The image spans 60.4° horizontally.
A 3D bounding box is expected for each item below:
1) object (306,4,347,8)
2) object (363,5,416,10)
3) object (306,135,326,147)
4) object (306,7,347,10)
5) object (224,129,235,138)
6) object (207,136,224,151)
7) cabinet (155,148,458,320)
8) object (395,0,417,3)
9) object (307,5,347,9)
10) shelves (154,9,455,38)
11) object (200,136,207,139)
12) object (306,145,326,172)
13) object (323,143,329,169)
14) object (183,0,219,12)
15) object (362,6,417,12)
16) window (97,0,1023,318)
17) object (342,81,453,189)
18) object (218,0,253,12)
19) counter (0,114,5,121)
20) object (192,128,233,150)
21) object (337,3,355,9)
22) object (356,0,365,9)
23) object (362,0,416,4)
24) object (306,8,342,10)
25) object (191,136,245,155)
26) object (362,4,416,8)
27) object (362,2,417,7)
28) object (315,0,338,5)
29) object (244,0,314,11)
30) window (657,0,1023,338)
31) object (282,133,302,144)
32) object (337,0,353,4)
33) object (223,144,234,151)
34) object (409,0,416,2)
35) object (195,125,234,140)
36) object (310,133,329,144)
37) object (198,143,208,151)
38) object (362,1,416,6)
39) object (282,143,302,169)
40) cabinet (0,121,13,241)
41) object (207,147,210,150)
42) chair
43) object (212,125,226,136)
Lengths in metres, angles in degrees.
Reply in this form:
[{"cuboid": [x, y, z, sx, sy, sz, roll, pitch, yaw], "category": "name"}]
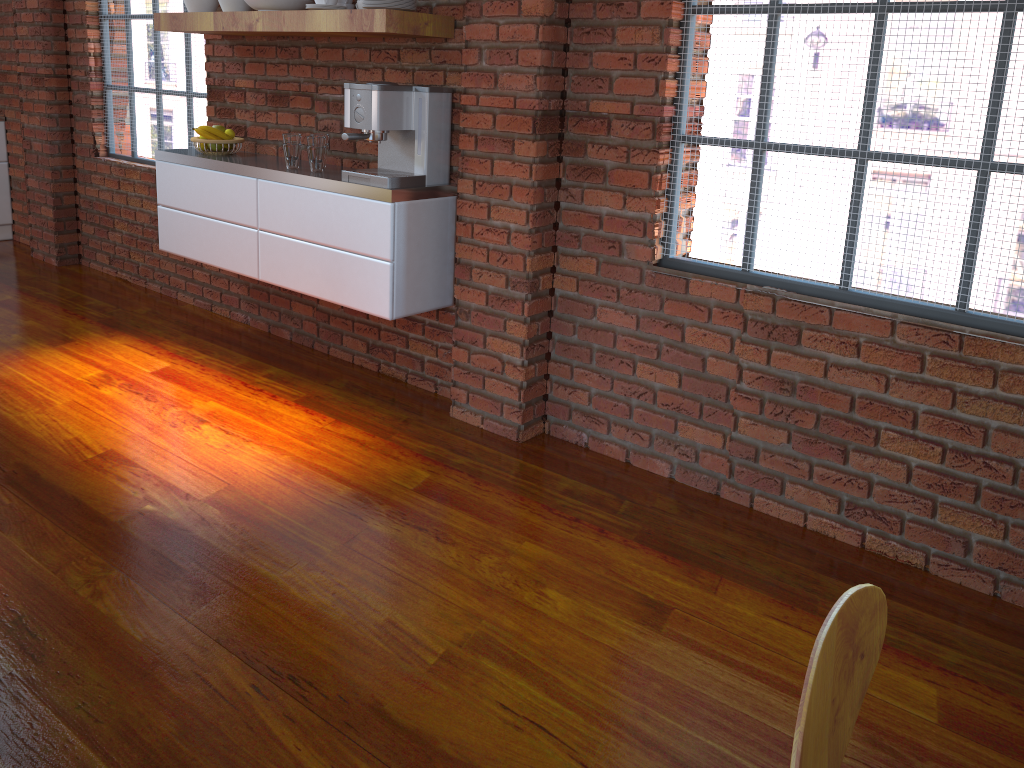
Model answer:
[{"cuboid": [-0.703, -1.427, 3.335, 0.154, 0.012, 0.159, 3, 19, 0], "category": "object"}, {"cuboid": [-0.442, -1.349, 3.169, 0.196, 0.013, 0.199, -10, 23, -32], "category": "object"}, {"cuboid": [-0.779, -0.933, 3.500, 0.078, 0.101, 0.079, -9, 19, -37], "category": "object"}, {"cuboid": [-0.703, -1.418, 3.337, 0.154, 0.012, 0.159, 3, 19, 0], "category": "object"}, {"cuboid": [-1.299, -1.150, 4.048, 0.047, 0.045, 0.056, 0, 17, -9], "category": "object"}, {"cuboid": [-1.351, -1.097, 4.018, 0.077, 0.064, 0.078, -2, 17, -16], "category": "object"}, {"cuboid": [-0.945, -0.699, 3.768, 1.648, 0.462, 0.342, 18, 21, 38], "category": "cabinet"}, {"cuboid": [-0.441, -1.371, 3.164, 0.196, 0.013, 0.199, -10, 23, -32], "category": "object"}, {"cuboid": [-0.703, -1.422, 3.336, 0.154, 0.012, 0.159, 3, 19, 0], "category": "object"}, {"cuboid": [-0.908, -1.468, 3.591, 1.560, 0.074, 0.343, 18, 24, 37], "category": "shelves"}, {"cuboid": [-1.403, -1.135, 4.023, 0.045, 0.051, 0.053, 11, 18, 26], "category": "object"}, {"cuboid": [-0.780, -0.897, 3.509, 0.078, 0.101, 0.079, -9, 19, -37], "category": "object"}, {"cuboid": [-0.798, -0.945, 3.645, 0.078, 0.101, 0.080, -3, 16, -20], "category": "object"}, {"cuboid": [-1.388, -1.774, 3.929, 0.192, 0.242, 0.198, 0, 16, -11], "category": "object"}, {"cuboid": [-0.442, -1.344, 3.170, 0.196, 0.013, 0.199, -10, 23, -32], "category": "object"}, {"cuboid": [2.065, -1.475, 4.435, 17.600, 9.641, 3.700, 13, 17, 28], "category": "window"}, {"cuboid": [-0.447, -0.931, 3.261, 0.275, 0.359, 0.385, 15, 20, 37], "category": "object"}, {"cuboid": [-1.178, -1.705, 3.759, 0.193, 0.242, 0.198, 6, 16, 11], "category": "object"}, {"cuboid": [-4.350, -1.665, 5.443, 0.725, 0.043, 2.017, 17, 24, 36], "category": "counter"}, {"cuboid": [-1.354, -1.106, 3.976, 0.176, 0.092, 0.066, -2, 16, -13], "category": "object"}, {"cuboid": [-0.676, -1.491, 3.510, 0.092, 0.045, 0.101, 9, 19, 18], "category": "object"}, {"cuboid": [-0.538, -1.417, 3.316, 0.092, 0.045, 0.102, -2, 19, -15], "category": "object"}, {"cuboid": [-0.441, -1.366, 3.165, 0.196, 0.013, 0.199, -10, 23, -32], "category": "object"}, {"cuboid": [-0.703, -1.414, 3.338, 0.154, 0.012, 0.159, 3, 19, 0], "category": "object"}, {"cuboid": [-1.352, -1.095, 4.047, 0.235, 0.069, 0.243, 2, 19, -3], "category": "object"}, {"cuboid": [-0.442, -1.353, 3.168, 0.196, 0.013, 0.199, -10, 23, -32], "category": "object"}, {"cuboid": [-0.441, -1.358, 3.167, 0.196, 0.013, 0.199, -10, 23, -32], "category": "object"}, {"cuboid": [-0.705, -1.445, 3.327, 0.093, 0.045, 0.101, 14, 22, 32], "category": "object"}, {"cuboid": [-0.949, -1.532, 3.576, 0.283, 0.054, 0.289, 10, 20, 21], "category": "object"}, {"cuboid": [0.999, -1.015, 2.345, 1.288, 1.625, 0.085, 15, 18, 38], "category": "window"}, {"cuboid": [-0.891, -0.960, 3.563, 0.078, 0.101, 0.080, -3, 16, -20], "category": "object"}, {"cuboid": [-0.681, -1.522, 3.503, 0.092, 0.057, 0.103, 5, 18, 7], "category": "object"}, {"cuboid": [-1.325, -1.114, 4.081, 0.071, 0.067, 0.069, -11, 21, -40], "category": "object"}, {"cuboid": [-0.441, -1.375, 3.163, 0.196, 0.013, 0.199, -10, 23, -32], "category": "object"}, {"cuboid": [-1.345, -1.129, 3.990, 0.184, 0.082, 0.068, -2, 16, -13], "category": "object"}, {"cuboid": [-0.796, -0.982, 3.636, 0.078, 0.101, 0.080, -3, 16, -20], "category": "object"}, {"cuboid": [-1.411, -1.086, 4.023, 0.046, 0.044, 0.057, -2, 18, -17], "category": "object"}, {"cuboid": [-0.441, -1.362, 3.166, 0.196, 0.013, 0.199, -10, 23, -32], "category": "object"}, {"cuboid": [-0.893, -0.924, 3.571, 0.078, 0.101, 0.080, -3, 16, -20], "category": "object"}, {"cuboid": [-4.371, -1.256, 5.538, 0.722, 0.794, 2.017, 15, 22, 37], "category": "cabinet"}, {"cuboid": [-1.396, -1.120, 4.075, 0.074, 0.073, 0.074, 7, 17, 14], "category": "object"}, {"cuboid": [0.434, 0.627, 0.891, 0.417, 0.738, 0.446, 12, 18, 33], "category": "chair"}, {"cuboid": [-1.351, -1.162, 4.053, 0.070, 0.060, 0.070, -8, 20, -33], "category": "object"}]
